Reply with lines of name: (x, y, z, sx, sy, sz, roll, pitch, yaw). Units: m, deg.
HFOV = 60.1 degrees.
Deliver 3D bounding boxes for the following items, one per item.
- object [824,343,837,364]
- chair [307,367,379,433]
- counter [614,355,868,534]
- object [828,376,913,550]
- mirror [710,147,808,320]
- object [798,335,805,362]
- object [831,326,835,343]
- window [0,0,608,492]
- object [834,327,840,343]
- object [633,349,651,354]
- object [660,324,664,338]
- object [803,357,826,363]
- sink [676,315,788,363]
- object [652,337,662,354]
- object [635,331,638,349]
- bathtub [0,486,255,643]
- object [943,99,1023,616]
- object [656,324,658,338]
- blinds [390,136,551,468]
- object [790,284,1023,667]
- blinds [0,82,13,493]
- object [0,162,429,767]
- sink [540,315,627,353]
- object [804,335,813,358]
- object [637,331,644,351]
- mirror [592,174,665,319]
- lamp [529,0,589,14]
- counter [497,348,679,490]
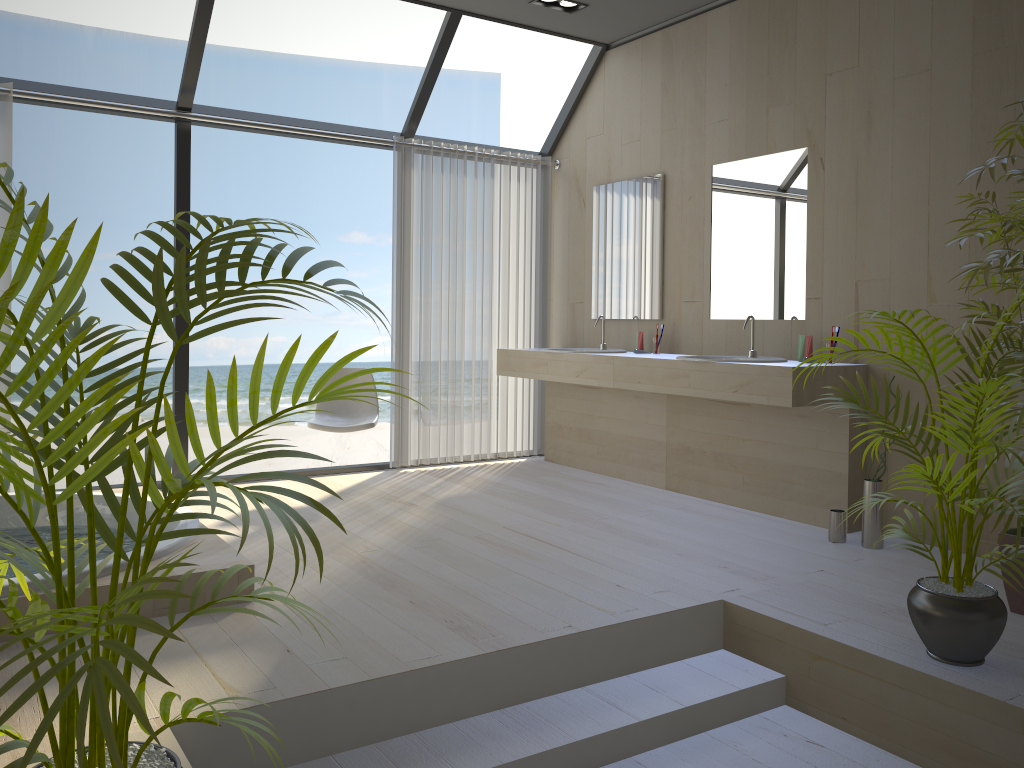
object: (1.510, -0.143, 4.195, 0.058, 0.100, 0.058, 0, 2, -23)
chair: (-0.943, 0.090, 5.000, 0.369, 0.347, 0.455, 1, 3, -5)
counter: (1.113, 0.273, 4.499, 0.550, 0.790, 1.207, 0, 3, -33)
object: (1.612, 0.335, 3.944, 0.274, 0.748, 0.407, 2, 2, 45)
mirror: (1.307, -0.774, 4.708, 0.023, 0.867, 0.654, 0, 2, -33)
object: (1.427, -0.173, 4.357, 0.039, 0.135, 0.039, 1, 1, 8)
object: (1.508, -0.183, 4.165, 0.012, 0.178, 0.050, 1, 1, 6)
window: (-1.505, -0.812, 4.804, 4.561, 2.811, 0.746, -1, 2, -33)
object: (1.527, -0.184, 4.196, 0.054, 0.175, 0.012, 1, 1, -8)
object: (0.763, -0.190, 5.173, 0.104, 0.029, 0.033, 1, 3, 7)
object: (0.868, -0.264, 5.206, 0.054, 0.175, 0.012, 1, 1, -8)
object: (1.421, -0.110, 4.163, 0.104, 0.029, 0.033, 1, 3, 7)
sink: (1.097, -0.138, 4.440, 0.504, 0.419, 0.575, -1, 3, -30)
object: (0.851, -0.223, 5.205, 0.058, 0.100, 0.058, 0, 2, -26)
object: (0.768, -0.253, 5.367, 0.039, 0.135, 0.039, 1, 1, 15)
bathtub: (-2.082, 0.651, 3.180, 1.821, 0.698, 1.650, -2, 4, -33)
object: (1.846, -0.101, 2.971, 0.787, 1.755, 0.936, 1, 1, -8)
object: (0.849, -0.263, 5.175, 0.012, 0.178, 0.050, 1, 1, 6)
blinds: (-0.259, -0.528, 5.854, 1.183, 2.069, 0.084, 0, 1, -33)
object: (1.238, 0.209, 2.531, 0.916, 1.156, 0.752, 1, 2, 0)
blinds: (-2.985, -0.437, 4.075, 1.183, 2.069, 0.084, 0, 1, -33)
object: (-0.614, 0.176, 1.425, 1.065, 1.344, 0.874, -1, 3, -45)
sink: (0.438, -0.218, 5.450, 0.504, 0.419, 0.575, -1, 3, -30)
object: (1.422, -0.165, 4.243, 0.039, 0.135, 0.039, 1, 1, 8)
object: (0.763, -0.245, 5.254, 0.039, 0.135, 0.039, 1, 1, 15)
mirror: (0.718, -0.842, 5.561, 0.023, 0.867, 0.654, 0, 2, -33)
lamp: (0.264, -2.197, 5.000, 0.301, 0.112, 0.164, -2, 4, -33)
counter: (0.454, 0.193, 5.509, 0.550, 0.790, 1.207, 0, 3, -33)
